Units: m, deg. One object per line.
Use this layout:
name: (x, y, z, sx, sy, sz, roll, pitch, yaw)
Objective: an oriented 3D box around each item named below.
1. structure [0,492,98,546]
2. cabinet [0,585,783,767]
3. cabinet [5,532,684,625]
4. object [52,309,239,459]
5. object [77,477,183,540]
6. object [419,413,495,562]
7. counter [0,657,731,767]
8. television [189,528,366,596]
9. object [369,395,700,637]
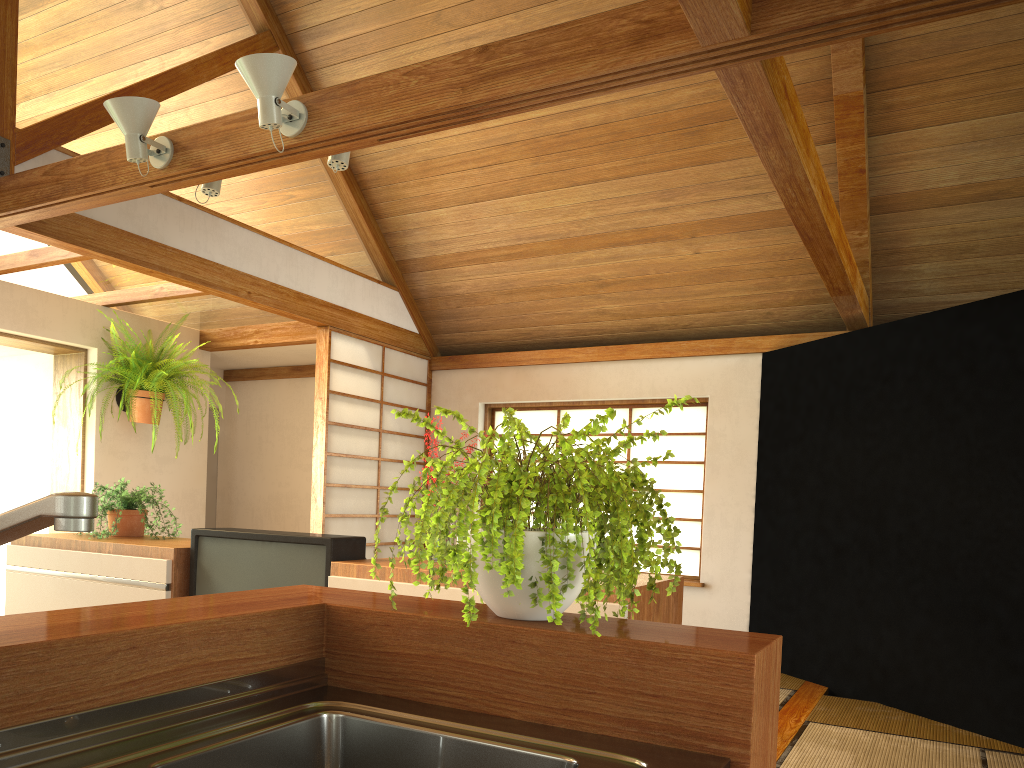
structure: (-0.546, 0.163, 0.749, 0.227, 0.175, 0.430, 6, -7, -44)
cabinet: (-0.609, 0.625, 0.278, 0.890, 0.876, 2.639, 1, -7, 27)
cabinet: (-0.811, 0.984, 3.204, 2.813, 0.739, 0.525, -2, -4, 30)
object: (-2.439, 0.031, 6.037, 1.108, 1.127, 1.220, 1, -4, 22)
object: (-1.703, 0.593, 3.825, 0.484, 0.376, 0.592, 3, -5, -11)
object: (-0.215, 0.350, 2.924, 0.240, 0.500, 0.222, 2, 0, 35)
counter: (-0.559, 0.339, 0.140, 0.654, 0.168, 2.451, -1, -8, 26)
television: (-0.791, 0.813, 3.225, 0.680, 0.539, 0.463, 0, -3, 29)
object: (0.033, 0.187, 1.306, 0.424, 0.350, 0.530, 5, -6, -37)
